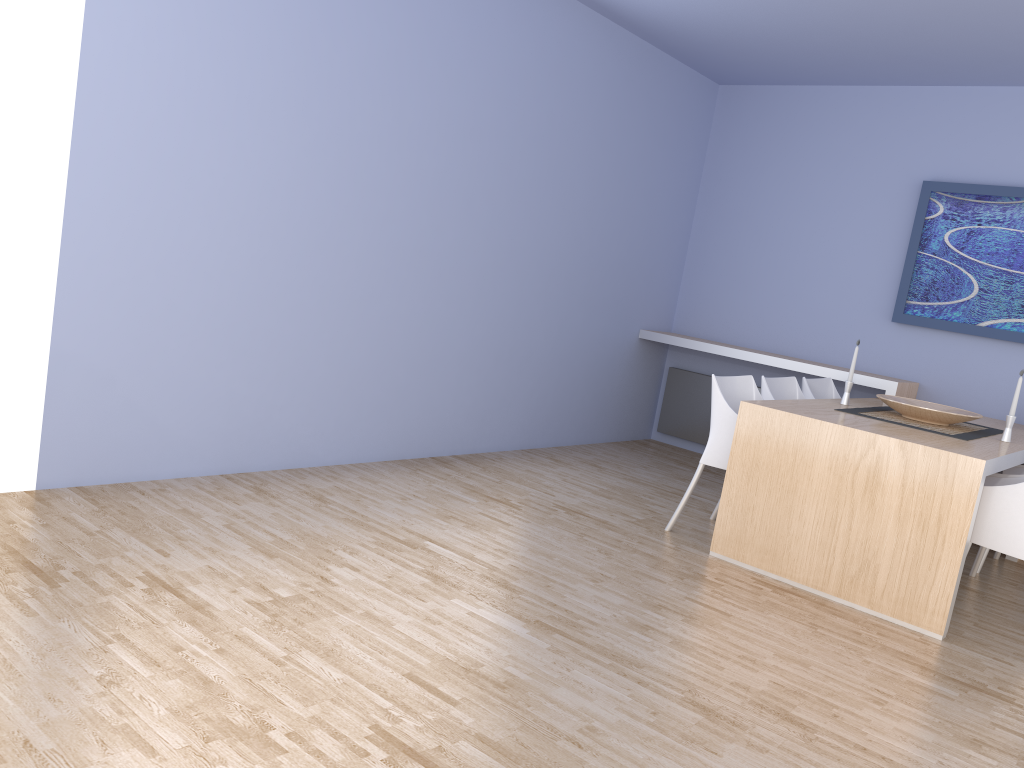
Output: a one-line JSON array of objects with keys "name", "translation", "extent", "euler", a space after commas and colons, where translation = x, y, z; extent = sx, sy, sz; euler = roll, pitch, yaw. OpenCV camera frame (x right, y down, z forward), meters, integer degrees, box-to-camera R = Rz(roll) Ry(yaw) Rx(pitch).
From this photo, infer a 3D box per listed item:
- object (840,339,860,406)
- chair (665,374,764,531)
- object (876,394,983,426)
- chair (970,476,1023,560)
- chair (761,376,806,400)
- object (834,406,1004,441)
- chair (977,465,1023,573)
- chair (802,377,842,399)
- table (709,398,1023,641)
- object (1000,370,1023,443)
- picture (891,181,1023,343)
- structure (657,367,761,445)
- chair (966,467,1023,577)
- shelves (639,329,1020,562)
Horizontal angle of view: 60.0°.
[{"name": "object", "translation": [1.759, -0.064, 4.591], "extent": [0.045, 0.349, 0.045], "euler": [8, 8, -10]}, {"name": "chair", "translation": [1.149, 0.376, 4.321], "extent": [0.486, 0.793, 0.510], "euler": [16, 9, 38]}, {"name": "object", "translation": [2.079, 0.144, 4.446], "extent": [0.493, 0.081, 0.493], "euler": [5, 9, -33]}, {"name": "chair", "translation": [2.018, 0.619, 3.612], "extent": [0.486, 0.793, 0.510], "euler": [16, 9, 38]}, {"name": "chair", "translation": [1.512, 0.379, 4.766], "extent": [0.486, 0.793, 0.510], "euler": [16, 9, 38]}, {"name": "object", "translation": [2.073, 0.187, 4.448], "extent": [0.594, 0.005, 0.986], "euler": [16, 9, 38]}, {"name": "chair", "translation": [2.765, 0.626, 4.530], "extent": [0.486, 0.793, 0.510], "euler": [16, 10, 38]}, {"name": "chair", "translation": [1.875, 0.382, 5.212], "extent": [0.486, 0.793, 0.510], "euler": [16, 9, 38]}, {"name": "table", "translation": [2.073, 0.538, 4.583], "extent": [1.002, 0.718, 2.340], "euler": [16, 9, 38]}, {"name": "object", "translation": [2.334, 0.097, 4.122], "extent": [0.045, 0.349, 0.045], "euler": [16, 9, 38]}, {"name": "picture", "translation": [3.005, -0.709, 5.280], "extent": [1.252, 0.901, 0.049], "euler": [16, 9, 38]}, {"name": "structure", "translation": [2.622, 0.524, 5.582], "extent": [3.843, 0.503, 0.064], "euler": [16, 9, 38]}, {"name": "chair", "translation": [2.394, 0.623, 4.074], "extent": [0.486, 0.793, 0.510], "euler": [16, 10, 39]}, {"name": "shelves", "translation": [2.472, 0.426, 5.472], "extent": [3.901, 0.840, 0.463], "euler": [16, 9, 38]}]
